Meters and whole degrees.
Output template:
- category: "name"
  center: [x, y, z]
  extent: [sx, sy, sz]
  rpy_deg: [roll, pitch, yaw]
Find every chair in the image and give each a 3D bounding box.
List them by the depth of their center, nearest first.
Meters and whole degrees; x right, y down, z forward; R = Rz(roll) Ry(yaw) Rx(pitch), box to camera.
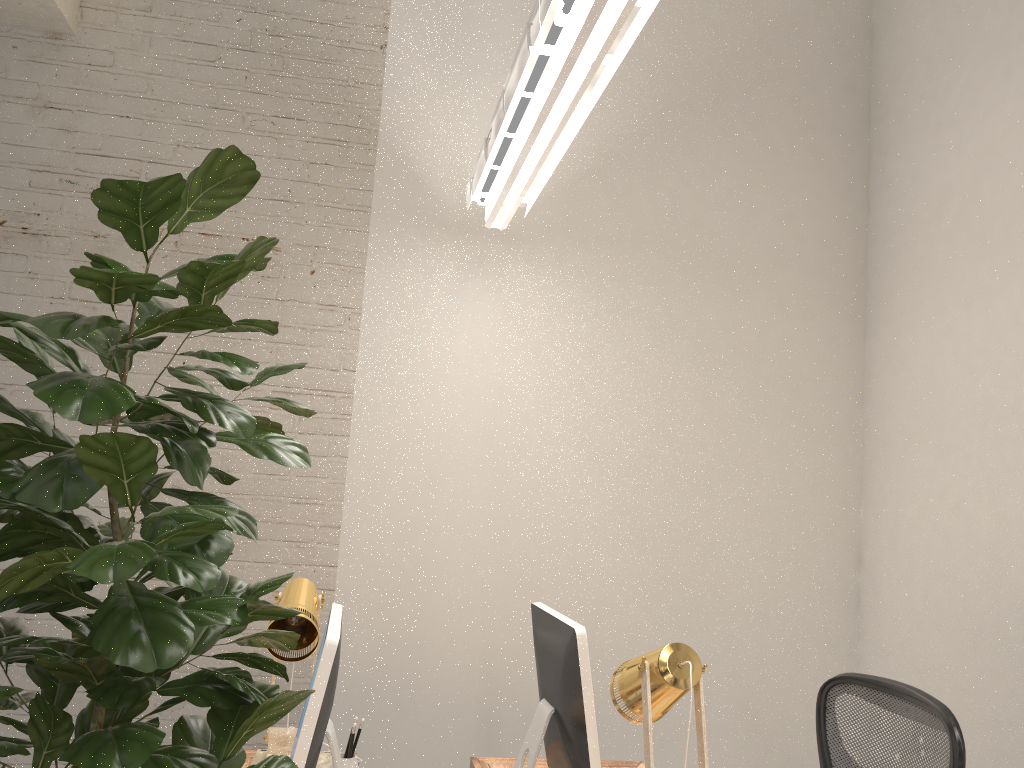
- category: "chair"
  center: [0.702, 1.261, 2.094]
  extent: [0.793, 1.083, 0.771]
  rpy_deg: [8, -8, -26]

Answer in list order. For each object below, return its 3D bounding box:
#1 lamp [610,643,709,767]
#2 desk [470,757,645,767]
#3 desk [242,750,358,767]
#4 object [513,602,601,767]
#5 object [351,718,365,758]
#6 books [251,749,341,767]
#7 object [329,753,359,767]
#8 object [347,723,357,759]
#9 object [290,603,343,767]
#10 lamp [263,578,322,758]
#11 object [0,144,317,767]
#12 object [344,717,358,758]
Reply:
- category: "lamp"
  center: [0.273, 0.701, 1.600]
  extent: [0.126, 0.469, 0.345]
  rpy_deg: [5, -7, -9]
- category: "desk"
  center: [0.231, 1.378, 1.897]
  extent: [0.529, 0.723, 1.403]
  rpy_deg: [5, -8, -10]
- category: "desk"
  center: [-0.601, 1.299, 1.762]
  extent: [0.529, 0.723, 1.403]
  rpy_deg: [5, -8, -10]
- category: "object"
  center: [0.095, 0.783, 2.076]
  extent: [0.190, 0.484, 0.484]
  rpy_deg: [5, -8, -10]
- category: "object"
  center: [-0.379, 0.887, 2.067]
  extent: [0.054, 0.206, 0.008]
  rpy_deg: [7, -8, -22]
- category: "books"
  center: [-0.550, 0.983, 2.238]
  extent: [0.225, 0.038, 0.309]
  rpy_deg: [6, -8, -9]
- category: "object"
  center: [-0.391, 0.925, 2.050]
  extent: [0.101, 0.126, 0.101]
  rpy_deg: [-1, -9, 35]
- category: "object"
  center: [-0.379, 0.882, 2.043]
  extent: [0.008, 0.206, 0.054]
  rpy_deg: [8, -8, -26]
- category: "object"
  center: [-0.377, 0.701, 1.732]
  extent: [0.190, 0.484, 0.484]
  rpy_deg: [5, -8, -10]
- category: "lamp"
  center: [-0.551, 0.726, 2.214]
  extent: [0.126, 0.469, 0.345]
  rpy_deg: [5, -7, -10]
- category: "object"
  center: [-0.424, 0.280, 0.883]
  extent: [0.439, 1.075, 0.514]
  rpy_deg: [7, -8, -19]
- category: "object"
  center: [-0.392, 0.886, 2.069]
  extent: [0.008, 0.206, 0.054]
  rpy_deg: [-3, -10, 45]
